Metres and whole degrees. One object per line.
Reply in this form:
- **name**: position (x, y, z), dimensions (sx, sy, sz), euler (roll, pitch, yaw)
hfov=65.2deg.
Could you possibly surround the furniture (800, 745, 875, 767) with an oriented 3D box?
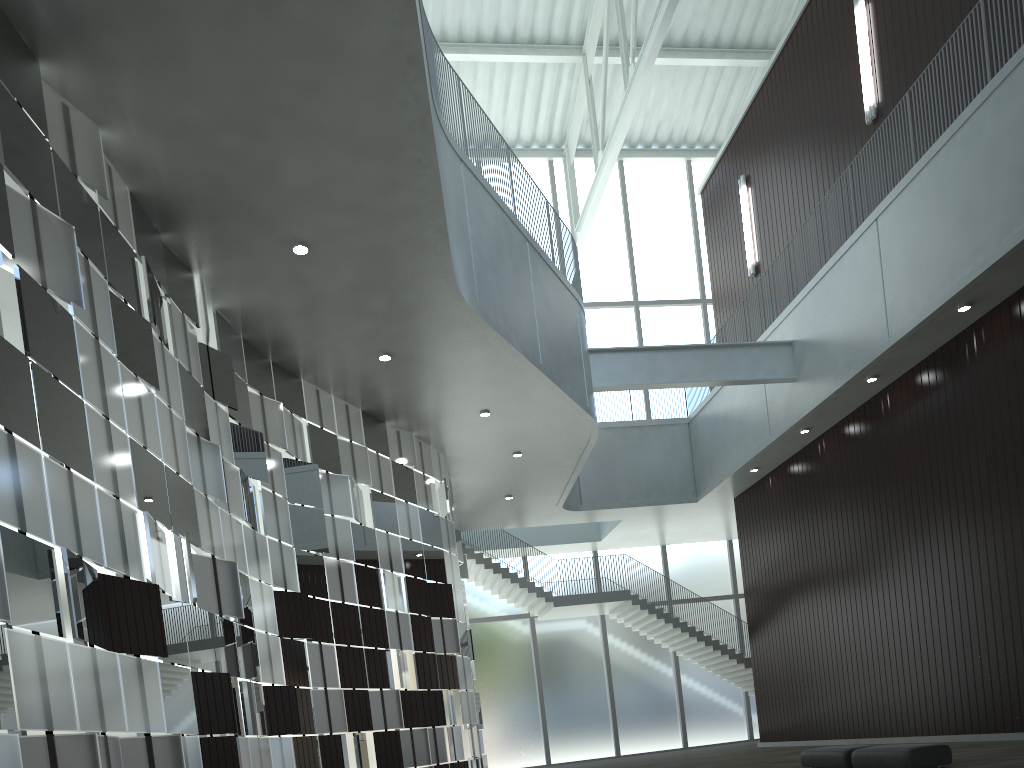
- **furniture**: position (16.125, 18.342, 39.291), dimensions (2.109, 1.008, 4.401), euler (-3, -23, -10)

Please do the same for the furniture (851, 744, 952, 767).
- **furniture**: position (16.850, 16.260, 34.823), dimensions (2.109, 1.008, 4.401), euler (-3, -23, -10)
